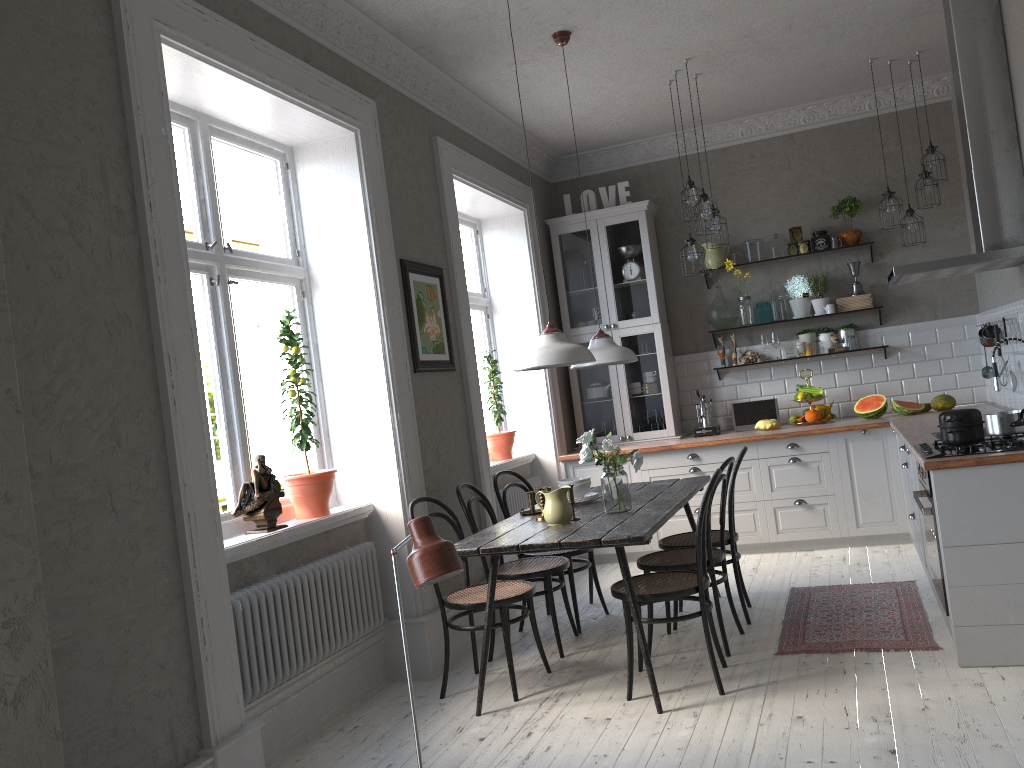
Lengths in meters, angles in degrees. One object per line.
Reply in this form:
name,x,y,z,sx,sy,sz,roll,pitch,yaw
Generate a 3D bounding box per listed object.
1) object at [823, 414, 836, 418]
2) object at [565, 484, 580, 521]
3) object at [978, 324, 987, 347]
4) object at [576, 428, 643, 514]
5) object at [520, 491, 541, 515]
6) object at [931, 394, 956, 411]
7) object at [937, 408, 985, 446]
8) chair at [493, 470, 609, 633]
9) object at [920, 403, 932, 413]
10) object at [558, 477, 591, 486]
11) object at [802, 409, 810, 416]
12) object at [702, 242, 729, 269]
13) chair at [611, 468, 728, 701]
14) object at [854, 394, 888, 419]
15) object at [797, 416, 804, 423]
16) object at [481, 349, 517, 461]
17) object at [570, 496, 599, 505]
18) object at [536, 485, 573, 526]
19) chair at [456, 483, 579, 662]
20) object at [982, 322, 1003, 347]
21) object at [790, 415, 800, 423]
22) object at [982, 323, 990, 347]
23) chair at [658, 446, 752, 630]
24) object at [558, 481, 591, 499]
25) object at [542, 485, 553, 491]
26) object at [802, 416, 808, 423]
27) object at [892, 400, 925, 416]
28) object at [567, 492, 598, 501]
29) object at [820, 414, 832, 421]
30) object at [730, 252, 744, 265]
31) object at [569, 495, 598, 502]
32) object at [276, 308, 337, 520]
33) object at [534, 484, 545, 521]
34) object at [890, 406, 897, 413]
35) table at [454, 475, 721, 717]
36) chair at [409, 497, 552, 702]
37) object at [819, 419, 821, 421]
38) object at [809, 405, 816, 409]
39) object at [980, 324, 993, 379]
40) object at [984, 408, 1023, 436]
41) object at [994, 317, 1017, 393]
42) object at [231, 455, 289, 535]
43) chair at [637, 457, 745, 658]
object,2.385,0.246,6.779,0.055,0.044,0.213,-7,-1,-32
object,0.284,0.559,4.183,0.058,0.167,0.060,-8,-1,33
object,3.141,-0.323,5.845,0.106,0.161,0.139,-8,-1,31
object,0.482,0.409,4.242,0.308,0.414,0.254,-8,-1,17
object,0.102,0.619,4.616,0.139,0.112,0.139,-7,-1,2
object,3.100,0.133,6.367,0.206,0.119,0.130,-7,-1,-18
object,1.940,0.186,3.823,0.190,0.147,0.193,-7,-1,-1
chair,0.222,0.946,5.183,0.539,0.920,0.446,-8,-1,32
object,2.994,0.172,6.456,0.202,0.073,0.118,-7,-1,-18
object,0.341,0.560,4.778,0.178,0.094,0.181,-8,-1,10
object,2.293,0.222,6.817,0.157,0.076,0.077,-6,-1,-44
object,1.626,-1.023,7.075,0.187,0.216,0.176,-8,-1,33
chair,0.703,0.858,3.892,0.543,0.920,0.443,-8,-1,17
object,2.613,0.171,6.450,0.231,0.174,0.222,-8,-1,41
object,2.211,0.269,6.751,0.090,0.057,0.084,-7,-1,-39
object,-0.121,0.153,6.521,0.265,0.813,0.254,-7,-1,-43
object,0.351,0.633,4.777,0.232,0.027,0.242,-8,-1,37
object,0.204,0.567,4.122,0.151,0.170,0.134,-7,-1,-20
chair,0.035,0.961,4.726,0.543,0.920,0.443,-8,-1,17
object,3.044,-0.315,5.605,0.106,0.161,0.139,-8,-1,36
object,2.186,0.270,6.797,0.155,0.072,0.075,-6,-1,-41
object,3.097,-0.320,5.723,0.107,0.161,0.139,-8,-1,22
chair,1.073,0.828,4.855,0.543,0.920,0.443,-8,-1,17
object,0.343,0.580,4.777,0.178,0.094,0.181,-8,-1,10
object,0.182,0.571,4.256,0.061,0.172,0.063,-8,-1,41
object,2.232,0.276,6.761,0.069,0.076,0.229,-7,-1,3
object,2.838,0.163,6.322,0.224,0.127,0.149,-7,-1,2
object,0.348,0.615,4.777,0.232,0.027,0.242,-8,-1,42
object,2.359,0.256,6.658,0.069,0.051,0.088,-7,-1,-23
object,1.802,-0.992,7.079,0.102,0.111,0.104,-8,-1,19
object,0.350,0.624,4.777,0.240,0.027,0.235,-7,-1,-13
object,-0.995,0.132,4.158,0.275,0.991,0.265,-7,-1,-32
object,0.151,0.577,4.343,0.096,0.172,0.096,-7,-1,1
object,2.918,0.188,6.585,0.195,0.067,0.105,-8,-1,25
table,0.488,0.993,4.554,0.893,0.735,1.945,-8,-1,20
chair,-0.157,0.976,4.197,0.540,0.920,0.445,-8,-1,27
object,2.297,0.271,6.685,0.070,0.065,0.070,-8,-1,40
object,2.319,0.207,6.800,0.084,0.093,0.088,-8,-1,15
object,3.252,-0.224,6.089,0.076,0.378,0.083,-8,-1,19
object,2.271,0.153,3.957,0.178,0.134,0.297,-7,-1,-36
object,2.910,-0.170,5.259,0.080,0.443,0.333,-8,-1,21
object,-1.088,0.470,3.781,0.118,0.329,0.240,-8,-1,21
chair,0.886,0.844,4.401,0.540,0.920,0.445,-8,-1,27
